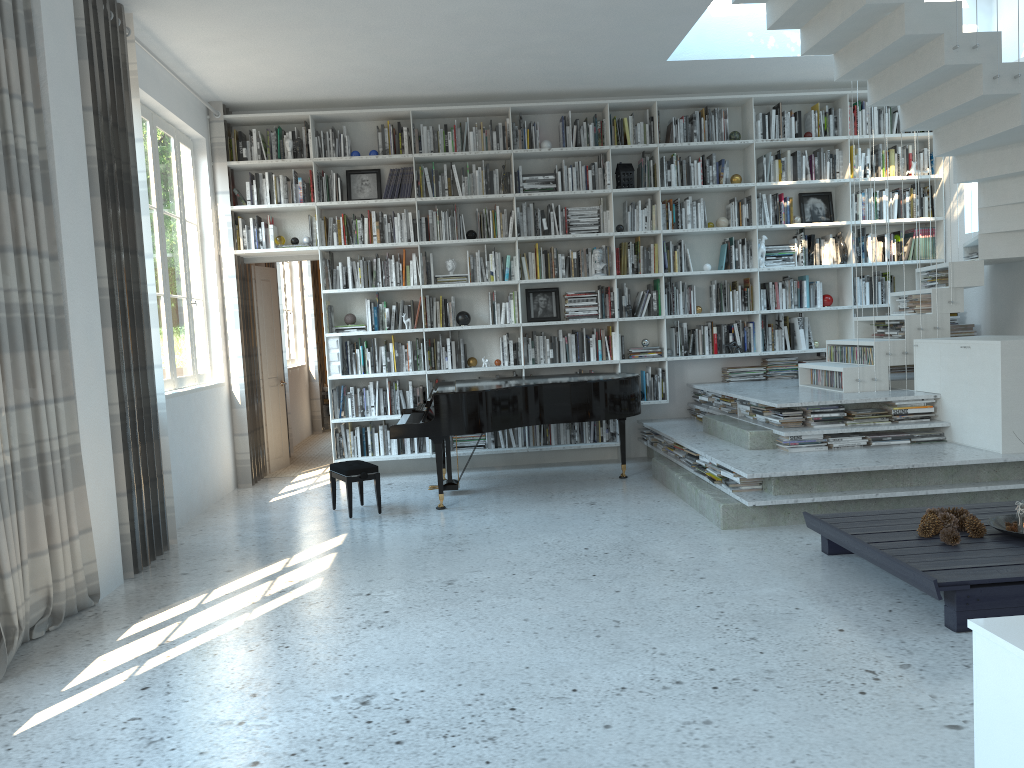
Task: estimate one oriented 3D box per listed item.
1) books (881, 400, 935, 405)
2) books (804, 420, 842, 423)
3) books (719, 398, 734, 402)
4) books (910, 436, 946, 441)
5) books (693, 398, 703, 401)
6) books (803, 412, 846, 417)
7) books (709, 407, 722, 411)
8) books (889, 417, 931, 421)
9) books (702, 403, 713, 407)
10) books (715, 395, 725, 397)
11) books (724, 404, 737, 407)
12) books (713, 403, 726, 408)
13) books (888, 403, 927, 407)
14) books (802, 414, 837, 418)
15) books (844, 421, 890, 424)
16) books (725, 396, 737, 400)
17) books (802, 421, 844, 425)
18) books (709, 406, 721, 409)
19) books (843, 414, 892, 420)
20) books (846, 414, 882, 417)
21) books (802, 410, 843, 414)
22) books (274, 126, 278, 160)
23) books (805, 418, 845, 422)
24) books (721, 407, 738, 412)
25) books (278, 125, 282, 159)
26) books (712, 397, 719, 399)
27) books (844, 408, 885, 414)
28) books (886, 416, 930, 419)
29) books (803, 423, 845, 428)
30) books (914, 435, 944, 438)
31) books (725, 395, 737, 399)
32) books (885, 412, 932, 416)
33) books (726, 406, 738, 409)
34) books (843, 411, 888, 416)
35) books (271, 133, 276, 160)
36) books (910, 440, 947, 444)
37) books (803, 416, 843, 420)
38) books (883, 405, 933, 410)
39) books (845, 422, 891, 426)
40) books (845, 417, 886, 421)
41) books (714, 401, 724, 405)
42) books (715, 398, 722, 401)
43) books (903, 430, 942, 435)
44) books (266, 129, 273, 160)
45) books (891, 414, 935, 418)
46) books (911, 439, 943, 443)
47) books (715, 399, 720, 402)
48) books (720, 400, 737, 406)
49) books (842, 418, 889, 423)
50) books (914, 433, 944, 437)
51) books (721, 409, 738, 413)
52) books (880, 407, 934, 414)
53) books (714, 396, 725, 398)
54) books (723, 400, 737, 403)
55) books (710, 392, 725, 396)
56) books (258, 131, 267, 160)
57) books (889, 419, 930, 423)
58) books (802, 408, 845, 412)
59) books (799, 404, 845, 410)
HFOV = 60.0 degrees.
[{"bbox_3d":[2.663,0.117,5.970,0.285,0.013,0.181,-4,4,-8],"label":"books"},{"bbox_3d":[2.090,0.245,5.973,0.207,0.012,0.131,-4,4,-7],"label":"books"},{"bbox_3d":[1.781,0.122,7.056,0.187,0.009,0.260,-3,4,-4],"label":"books"},{"bbox_3d":[2.733,0.357,5.897,0.234,0.017,0.151,-3,4,-2],"label":"books"},{"bbox_3d":[1.731,0.133,7.940,0.175,0.017,0.265,-3,4,0],"label":"books"},{"bbox_3d":[2.089,0.200,5.938,0.230,0.015,0.189,-3,4,2],"label":"books"},{"bbox_3d":[1.770,0.201,7.349,0.183,0.012,0.296,-3,4,-4],"label":"books"},{"bbox_3d":[2.668,0.230,5.998,0.259,0.009,0.152,-3,4,-6],"label":"books"},{"bbox_3d":[1.757,0.181,7.653,0.173,0.017,0.233,-3,4,-4],"label":"books"},{"bbox_3d":[1.779,0.091,7.342,0.149,0.013,0.220,-3,4,0],"label":"books"},{"bbox_3d":[1.796,0.163,7.060,0.159,0.018,0.202,-3,4,-5],"label":"books"},{"bbox_3d":[1.773,0.172,7.347,0.164,0.023,0.242,-3,4,1],"label":"books"},{"bbox_3d":[2.663,0.134,5.982,0.192,0.024,0.167,-3,4,2],"label":"books"},{"bbox_3d":[2.089,0.210,5.961,0.260,0.009,0.153,-3,4,0],"label":"books"},{"bbox_3d":[2.372,0.254,5.970,0.287,0.005,0.165,-3,4,2],"label":"books"},{"bbox_3d":[1.807,0.109,7.057,0.128,0.013,0.295,-3,4,-5],"label":"books"},{"bbox_3d":[2.091,0.257,5.969,0.227,0.013,0.148,-3,4,-5],"label":"books"},{"bbox_3d":[1.765,0.190,7.348,0.190,0.012,0.235,-3,4,-5],"label":"books"},{"bbox_3d":[2.370,0.216,5.956,0.273,0.014,0.187,-4,4,-8],"label":"books"},{"bbox_3d":[2.368,0.202,5.977,0.179,0.010,0.160,-3,4,-1],"label":"books"},{"bbox_3d":[2.087,0.182,5.963,0.221,0.018,0.154,-3,4,-2],"label":"books"},{"bbox_3d":[-2.011,-2.038,7.605,0.014,0.304,0.145,-3,4,-3],"label":"books"},{"bbox_3d":[2.091,0.234,5.949,0.215,0.013,0.189,-3,4,-4],"label":"books"},{"bbox_3d":[1.788,0.197,7.062,0.178,0.014,0.247,-3,4,-5],"label":"books"},{"bbox_3d":[-1.991,-2.045,7.616,0.029,0.315,0.129,-3,4,-3],"label":"books"},{"bbox_3d":[1.774,0.112,7.343,0.167,0.008,0.234,-3,4,-4],"label":"books"},{"bbox_3d":[2.368,0.179,5.964,0.203,0.011,0.173,-4,4,-8],"label":"books"},{"bbox_3d":[2.667,0.217,6.003,0.262,0.016,0.131,-4,4,-8],"label":"books"},{"bbox_3d":[2.092,0.272,5.956,0.216,0.015,0.177,-3,4,-5],"label":"books"},{"bbox_3d":[2.732,0.344,5.900,0.225,0.007,0.133,-3,4,1],"label":"books"},{"bbox_3d":[1.795,0.090,7.054,0.139,0.028,0.261,-3,4,2],"label":"books"},{"bbox_3d":[2.666,0.195,5.996,0.268,0.014,0.159,-3,4,-4],"label":"books"},{"bbox_3d":[1.809,0.180,7.062,0.138,0.017,0.237,-3,4,-4],"label":"books"},{"bbox_3d":[2.368,0.191,5.971,0.245,0.013,0.172,-3,4,-4],"label":"books"},{"bbox_3d":[-2.033,-2.015,7.619,0.030,0.258,0.130,-3,4,-3],"label":"books"},{"bbox_3d":[2.734,0.378,5.892,0.261,0.006,0.151,-4,4,-7],"label":"books"},{"bbox_3d":[2.089,0.221,5.959,0.210,0.012,0.168,-3,4,-2],"label":"books"},{"bbox_3d":[2.665,0.153,5.977,0.261,0.012,0.179,-3,4,1],"label":"books"},{"bbox_3d":[2.372,0.260,5.970,0.291,0.007,0.174,-3,4,0],"label":"books"},{"bbox_3d":[2.370,0.229,5.972,0.214,0.015,0.177,-3,4,-2],"label":"books"},{"bbox_3d":[1.783,0.151,7.347,0.154,0.018,0.220,-3,4,-4],"label":"books"},{"bbox_3d":[1.782,0.122,7.345,0.144,0.013,0.220,-3,4,0],"label":"books"},{"bbox_3d":[2.731,0.323,5.903,0.215,0.007,0.130,-3,4,-1],"label":"books"},{"bbox_3d":[-2.067,-2.024,7.598,0.039,0.283,0.181,-3,4,-3],"label":"books"},{"bbox_3d":[2.668,0.207,5.977,0.281,0.008,0.181,-3,4,2],"label":"books"},{"bbox_3d":[2.734,0.370,5.896,0.179,0.010,0.160,-3,4,-3],"label":"books"},{"bbox_3d":[1.786,0.135,7.346,0.150,0.013,0.215,-3,4,-3],"label":"books"},{"bbox_3d":[1.787,0.147,7.058,0.179,0.017,0.292,-3,4,-2],"label":"books"},{"bbox_3d":[2.370,0.243,5.989,0.293,0.014,0.133,-3,4,-6],"label":"books"},{"bbox_3d":[2.731,0.334,5.904,0.229,0.014,0.133,-3,4,-4],"label":"books"},{"bbox_3d":[1.782,0.209,7.062,0.182,0.011,0.253,-3,4,1],"label":"books"},{"bbox_3d":[2.666,0.173,5.986,0.284,0.030,0.177,-3,4,-2],"label":"books"},{"bbox_3d":[1.779,0.103,7.343,0.160,0.010,0.179,-3,4,-3],"label":"books"},{"bbox_3d":[1.789,0.132,7.057,0.161,0.012,0.254,-3,4,1],"label":"books"},{"bbox_3d":[1.765,0.078,7.340,0.165,0.015,0.243,-4,4,-8],"label":"books"},{"bbox_3d":[-2.113,-2.011,7.581,0.057,0.263,0.190,-3,4,-3],"label":"books"},{"bbox_3d":[2.669,0.240,5.989,0.220,0.011,0.177,-3,4,-5],"label":"books"},{"bbox_3d":[2.087,0.169,5.953,0.228,0.009,0.159,-4,4,-7],"label":"books"},{"bbox_3d":[2.085,0.155,5.973,0.261,0.016,0.128,-3,4,-4],"label":"books"}]
